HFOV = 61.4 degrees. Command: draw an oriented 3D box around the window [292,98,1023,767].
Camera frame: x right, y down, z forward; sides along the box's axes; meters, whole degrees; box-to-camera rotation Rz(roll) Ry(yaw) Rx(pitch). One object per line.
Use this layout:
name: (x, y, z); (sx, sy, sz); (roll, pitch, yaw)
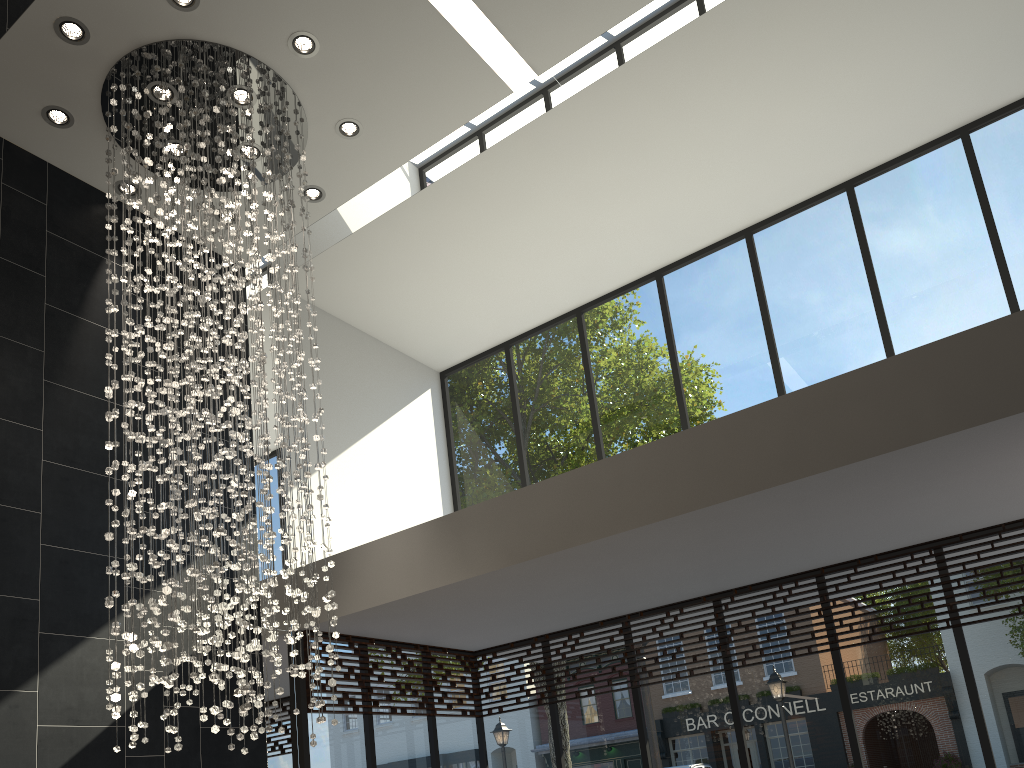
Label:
window: (1.412, 1.102, 6.191); (6.365, 5.596, 2.434); (-21, -21, 31)

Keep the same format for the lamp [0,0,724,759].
lamp: (-8.667, -42.234, 9.425); (402.878, 106.340, 426.797); (8, -29, -29)
